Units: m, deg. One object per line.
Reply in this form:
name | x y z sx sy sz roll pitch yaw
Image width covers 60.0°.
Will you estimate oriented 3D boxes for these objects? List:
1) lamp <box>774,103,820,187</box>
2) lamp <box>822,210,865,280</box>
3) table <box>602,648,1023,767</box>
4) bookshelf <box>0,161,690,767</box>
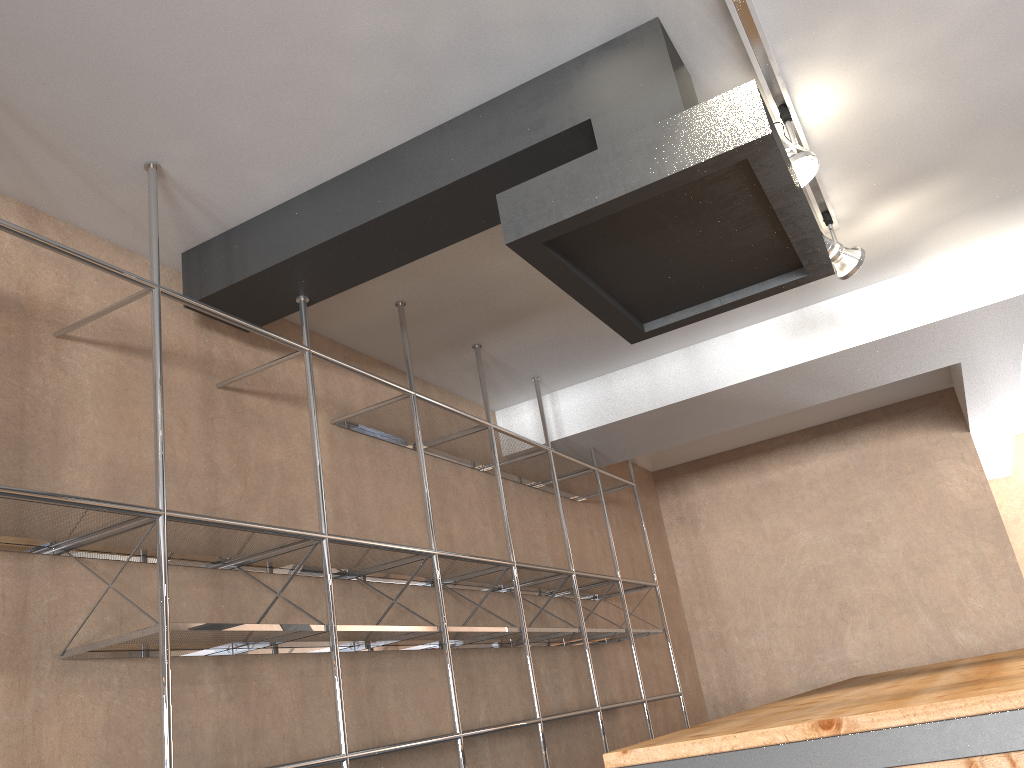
lamp | 0.780 -0.671 2.496 0.127 0.242 0.127 -10 -21 0
lamp | 1.124 -0.485 3.118 0.180 0.263 0.127 -5 -21 -13
table | 0.803 0.905 1.215 1.185 0.928 5.996 -19 -22 23
bookshelf | -2.119 -1.555 0.923 0.421 6.224 10.734 -19 -22 23
